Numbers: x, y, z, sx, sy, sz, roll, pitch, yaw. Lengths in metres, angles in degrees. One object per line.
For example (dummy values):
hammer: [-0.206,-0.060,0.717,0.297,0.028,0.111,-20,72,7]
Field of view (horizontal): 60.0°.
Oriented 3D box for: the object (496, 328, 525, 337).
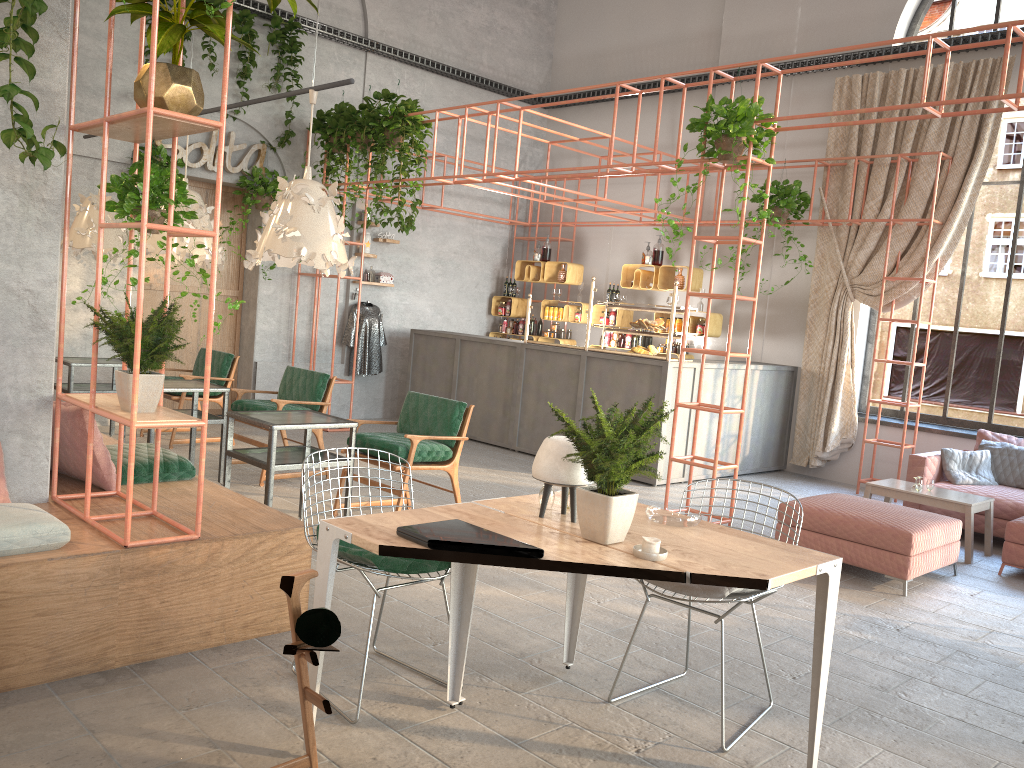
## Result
object: [-0.002,-0.697,12.688,0.084,0.529,0.711,1,7,-42]

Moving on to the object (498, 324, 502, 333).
object: [-0.159,-0.806,12.829,0.073,0.131,0.073,3,5,-20]

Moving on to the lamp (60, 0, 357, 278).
lamp: [-2.409,-2.921,6.725,0.704,4.052,4.456,0,7,-45]

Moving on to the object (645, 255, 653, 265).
object: [1.689,-1.532,10.958,0.088,0.123,0.088,6,5,11]

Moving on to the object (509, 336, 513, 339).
object: [-0.023,-0.574,12.904,0.074,0.243,0.254,4,5,-14]

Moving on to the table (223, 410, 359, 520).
table: [-1.445,0.609,5.738,0.635,0.798,0.602,0,7,-45]

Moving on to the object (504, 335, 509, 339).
object: [-0.090,-0.584,12.959,0.074,0.243,0.254,4,5,-14]

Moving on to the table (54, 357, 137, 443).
table: [-3.888,0.179,8.221,0.635,0.798,0.602,0,7,-45]

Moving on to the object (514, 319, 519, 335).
object: [0.072,-0.810,12.594,0.073,0.219,0.105,1,6,-38]

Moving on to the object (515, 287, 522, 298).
object: [0.089,-1.318,12.797,0.115,0.147,0.115,5,5,0]

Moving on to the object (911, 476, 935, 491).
object: [3.297,0.836,7.180,0.199,0.145,0.156,2,6,-30]

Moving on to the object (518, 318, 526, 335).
object: [0.152,-0.812,12.520,0.072,0.248,0.094,0,7,-45]

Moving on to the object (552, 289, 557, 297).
object: [0.578,-1.222,12.112,0.083,0.159,0.083,2,6,-35]

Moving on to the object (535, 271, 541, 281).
object: [0.381,-1.493,12.339,0.123,0.142,0.141,0,7,-45]

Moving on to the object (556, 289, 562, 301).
object: [0.642,-1.211,12.048,0.083,0.159,0.083,2,6,-35]

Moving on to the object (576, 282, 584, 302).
object: [0.918,-1.234,11.944,0.075,0.273,0.075,6,5,11]

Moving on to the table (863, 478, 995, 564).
table: [3.362,1.088,7.209,0.520,0.455,0.916,0,7,-45]

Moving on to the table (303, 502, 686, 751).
table: [-0.028,0.946,2.857,0.694,0.830,1.205,0,7,-45]

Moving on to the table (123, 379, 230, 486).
table: [-2.667,0.394,6.980,0.635,0.798,0.602,0,7,-45]

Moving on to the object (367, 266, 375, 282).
object: [-1.810,-1.411,11.383,0.081,0.204,0.081,0,7,-44]

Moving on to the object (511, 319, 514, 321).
object: [0.002,-0.835,12.866,0.070,0.209,0.070,8,5,28]

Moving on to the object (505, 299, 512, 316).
object: [-0.031,-1.093,12.708,0.072,0.248,0.094,0,7,-45]

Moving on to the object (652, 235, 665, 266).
object: [1.824,-1.658,11.025,0.134,0.386,0.134,8,6,34]

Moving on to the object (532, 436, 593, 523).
object: [0.192,0.359,3.340,0.241,0.313,0.241,5,5,0]

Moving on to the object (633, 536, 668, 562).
object: [0.456,0.532,2.914,0.115,0.078,0.115,1,6,-39]

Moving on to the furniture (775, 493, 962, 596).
furniture: [2.548,1.089,6.352,0.941,0.446,0.976,0,7,-45]

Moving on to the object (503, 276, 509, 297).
object: [-0.083,-1.403,12.764,0.066,0.291,0.066,6,5,15]

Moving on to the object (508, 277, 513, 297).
object: [-0.028,-1.402,12.818,0.066,0.291,0.066,1,6,-38]

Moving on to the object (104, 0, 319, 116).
object: [-1.348,-1.585,3.726,0.934,0.947,0.903,6,5,7]

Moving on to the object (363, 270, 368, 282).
object: [-1.867,-1.384,11.320,0.063,0.151,0.063,8,6,31]

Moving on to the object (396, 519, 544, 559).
object: [-0.138,0.506,2.832,0.268,0.031,0.427,0,7,-45]

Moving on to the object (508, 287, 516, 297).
object: [-0.004,-1.318,12.704,0.115,0.147,0.115,5,5,0]

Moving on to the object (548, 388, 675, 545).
object: [0.340,0.280,3.035,0.438,0.527,0.368,0,7,-45]

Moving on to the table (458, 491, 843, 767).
table: [0.466,0.949,3.348,0.694,0.830,1.214,0,7,-45]

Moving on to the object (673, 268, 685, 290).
object: [2.032,-1.270,10.752,0.137,0.261,0.137,4,5,-9]

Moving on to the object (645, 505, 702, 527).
object: [0.626,0.514,3.443,0.218,0.041,0.218,2,6,-36]

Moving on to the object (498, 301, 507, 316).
object: [-0.133,-1.087,12.829,0.131,0.207,0.131,5,5,0]

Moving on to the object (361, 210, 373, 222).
object: [-1.834,-2.125,11.221,0.133,0.145,0.133,6,5,7]

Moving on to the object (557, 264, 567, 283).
object: [0.695,-1.505,12.110,0.137,0.261,0.137,4,5,-9]

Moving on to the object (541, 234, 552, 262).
object: [0.488,-1.893,12.383,0.134,0.386,0.134,4,5,-11]

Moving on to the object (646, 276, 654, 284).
object: [1.718,-1.258,10.981,0.123,0.142,0.141,0,7,-45]

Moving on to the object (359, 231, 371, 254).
object: [-1.862,-1.824,11.256,0.136,0.336,0.145,2,6,-31]

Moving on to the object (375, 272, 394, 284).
object: [-1.660,-1.377,11.537,0.219,0.149,0.129,0,7,-45]

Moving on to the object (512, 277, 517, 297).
object: [0.031,-1.402,12.874,0.066,0.291,0.066,5,5,-5]

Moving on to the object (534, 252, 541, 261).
object: [0.353,-1.767,12.316,0.088,0.123,0.088,6,5,11]

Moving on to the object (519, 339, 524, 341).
object: [0.118,-0.519,12.554,0.094,0.219,0.094,4,5,-12]

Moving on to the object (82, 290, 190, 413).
object: [-1.610,-0.139,3.835,0.438,0.527,0.368,0,7,-45]

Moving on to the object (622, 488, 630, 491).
object: [0.398,0.460,3.370,0.095,0.119,0.095,3,5,-20]

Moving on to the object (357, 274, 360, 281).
object: [-1.928,-1.393,11.288,0.055,0.164,0.092,3,5,-26]

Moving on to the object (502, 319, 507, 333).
object: [-0.103,-0.835,12.756,0.070,0.209,0.070,9,6,35]

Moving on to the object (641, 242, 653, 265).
object: [1.712,-1.640,11.189,0.134,0.301,0.134,8,6,34]

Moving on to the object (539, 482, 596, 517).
object: [0.226,0.420,3.496,0.210,0.154,0.165,9,6,35]
